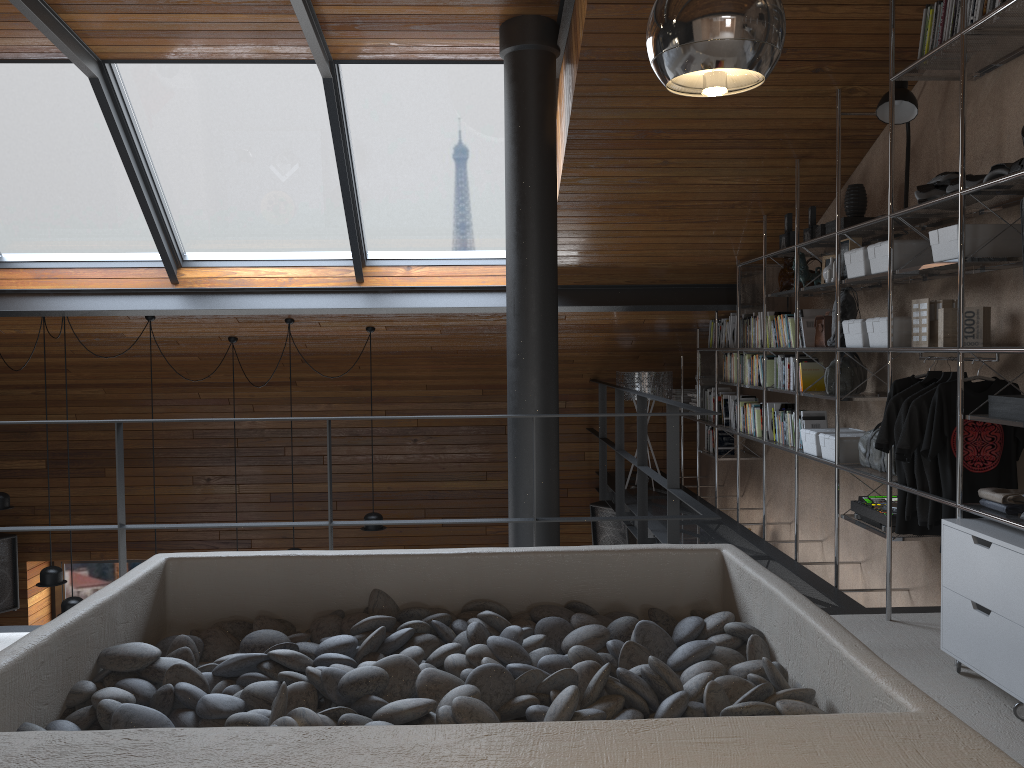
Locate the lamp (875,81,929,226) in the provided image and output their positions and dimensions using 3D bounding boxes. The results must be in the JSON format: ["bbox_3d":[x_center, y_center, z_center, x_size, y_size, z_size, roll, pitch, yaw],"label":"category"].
[{"bbox_3d":[1.782,-1.077,4.080,0.322,0.660,0.233,-2,3,-39],"label":"lamp"}]

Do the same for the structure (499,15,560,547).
[{"bbox_3d":[0.132,0.911,4.622,1.197,5.700,1.689,-1,2,-2],"label":"structure"}]

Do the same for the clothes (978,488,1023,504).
[{"bbox_3d":[1.816,0.398,3.161,0.221,0.050,0.196,-1,2,0],"label":"clothes"}]

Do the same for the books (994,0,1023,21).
[{"bbox_3d":[1.773,-1.397,3.121,0.117,0.218,0.073,-1,2,-2],"label":"books"}]

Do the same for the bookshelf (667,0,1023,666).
[{"bbox_3d":[1.871,0.697,3.035,0.421,6.219,10.739,-1,2,-2],"label":"bookshelf"}]

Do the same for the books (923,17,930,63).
[{"bbox_3d":[1.760,-1.405,3.633,0.131,0.178,0.057,-1,2,-3],"label":"books"}]

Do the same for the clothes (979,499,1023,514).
[{"bbox_3d":[1.830,0.429,3.164,0.248,0.043,0.190,0,2,7],"label":"clothes"}]

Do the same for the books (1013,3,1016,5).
[{"bbox_3d":[1.766,-1.406,3.005,0.148,0.229,0.073,-1,2,-2],"label":"books"}]

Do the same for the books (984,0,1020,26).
[{"bbox_3d":[1.772,-1.388,3.178,0.126,0.194,0.064,-1,2,-2],"label":"books"}]

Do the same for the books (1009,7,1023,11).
[{"bbox_3d":[1.792,-1.394,3.034,0.170,0.214,0.065,-1,2,-1],"label":"books"}]

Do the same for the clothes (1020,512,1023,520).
[{"bbox_3d":[1.840,0.440,2.901,0.243,0.045,0.208,-1,2,-2],"label":"clothes"}]

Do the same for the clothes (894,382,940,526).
[{"bbox_3d":[1.801,0.285,3.619,0.488,0.586,0.074,-1,2,-9],"label":"clothes"}]

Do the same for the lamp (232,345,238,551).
[{"bbox_3d":[-2.245,0.492,7.188,0.210,2.002,0.210,1,3,35],"label":"lamp"}]

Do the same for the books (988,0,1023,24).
[{"bbox_3d":[1.772,-1.392,3.160,0.123,0.201,0.071,-1,2,-2],"label":"books"}]

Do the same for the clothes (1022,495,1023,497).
[{"bbox_3d":[1.829,0.384,2.911,0.200,0.052,0.194,-1,2,-1],"label":"clothes"}]

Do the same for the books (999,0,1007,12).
[{"bbox_3d":[1.764,-1.407,3.051,0.148,0.229,0.073,-1,2,-2],"label":"books"}]

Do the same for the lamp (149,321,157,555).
[{"bbox_3d":[-2.733,0.529,6.760,0.210,2.034,0.210,1,3,35],"label":"lamp"}]

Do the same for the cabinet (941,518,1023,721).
[{"bbox_3d":[1.818,0.787,3.040,0.435,0.561,0.527,-1,2,-2],"label":"cabinet"}]

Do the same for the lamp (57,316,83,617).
[{"bbox_3d":[-3.210,0.545,6.418,0.210,2.273,0.210,1,3,35],"label":"lamp"}]

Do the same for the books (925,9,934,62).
[{"bbox_3d":[1.767,-1.416,3.617,0.149,0.202,0.067,-1,2,-3],"label":"books"}]

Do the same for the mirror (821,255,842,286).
[{"bbox_3d":[1.765,-0.619,4.847,0.069,0.168,0.130,-2,3,-32],"label":"mirror"}]

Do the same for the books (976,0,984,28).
[{"bbox_3d":[1.768,-1.396,3.233,0.131,0.202,0.068,-1,2,-2],"label":"books"}]

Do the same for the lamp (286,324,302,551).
[{"bbox_3d":[-1.708,0.453,6.880,0.210,1.911,0.210,1,3,35],"label":"lamp"}]

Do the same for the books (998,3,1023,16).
[{"bbox_3d":[1.782,-1.394,3.087,0.155,0.212,0.073,-1,2,-2],"label":"books"}]

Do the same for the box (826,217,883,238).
[{"bbox_3d":[1.759,-0.805,4.566,0.208,0.079,0.207,-1,2,-5],"label":"box"}]

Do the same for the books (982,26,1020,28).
[{"bbox_3d":[1.781,-1.402,3.202,0.137,0.213,0.068,-1,2,-2],"label":"books"}]

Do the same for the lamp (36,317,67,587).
[{"bbox_3d":[-3.440,0.469,6.567,0.210,2.036,0.210,1,3,35],"label":"lamp"}]

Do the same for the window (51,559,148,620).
[{"bbox_3d":[-1.734,2.358,9.068,5.936,1.522,0.101,-1,2,-2],"label":"window"}]

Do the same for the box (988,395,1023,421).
[{"bbox_3d":[1.830,0.083,3.108,0.208,0.079,0.207,-1,2,-3],"label":"box"}]

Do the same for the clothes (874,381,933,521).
[{"bbox_3d":[1.765,0.281,3.739,0.488,0.586,0.074,-1,2,-9],"label":"clothes"}]

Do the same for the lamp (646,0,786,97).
[{"bbox_3d":[0.210,-1.199,0.921,0.146,1.771,0.146,0,2,23],"label":"lamp"}]

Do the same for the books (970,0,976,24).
[{"bbox_3d":[1.765,-1.392,3.263,0.138,0.189,0.065,-1,2,-2],"label":"books"}]

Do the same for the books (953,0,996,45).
[{"bbox_3d":[1.773,-1.409,3.369,0.161,0.220,0.074,-1,2,-2],"label":"books"}]

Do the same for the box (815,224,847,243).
[{"bbox_3d":[1.759,-0.814,4.784,0.208,0.079,0.207,0,2,11],"label":"box"}]

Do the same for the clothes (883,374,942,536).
[{"bbox_3d":[1.780,0.301,3.782,0.424,0.689,0.090,-1,2,-3],"label":"clothes"}]

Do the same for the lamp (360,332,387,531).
[{"bbox_3d":[-1.114,0.373,7.057,0.210,1.565,0.210,1,3,35],"label":"lamp"}]

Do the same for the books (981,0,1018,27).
[{"bbox_3d":[1.769,-1.400,3.189,0.133,0.215,0.070,-1,2,-2],"label":"books"}]

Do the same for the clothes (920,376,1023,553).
[{"bbox_3d":[1.794,0.316,3.414,0.424,0.689,0.090,-1,2,-3],"label":"clothes"}]

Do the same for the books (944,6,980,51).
[{"bbox_3d":[1.766,-1.401,3.455,0.139,0.199,0.074,-1,2,-2],"label":"books"}]

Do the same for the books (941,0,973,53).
[{"bbox_3d":[1.758,-1.402,3.473,0.127,0.197,0.063,-1,2,-2],"label":"books"}]

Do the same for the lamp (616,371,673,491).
[{"bbox_3d":[1.134,0.393,7.590,0.475,1.002,0.475,0,2,22],"label":"lamp"}]

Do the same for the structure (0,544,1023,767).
[{"bbox_3d":[-1.512,0.609,1.470,4.614,1.120,2.634,-1,2,-2],"label":"structure"}]

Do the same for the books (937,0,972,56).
[{"bbox_3d":[1.765,-1.422,3.505,0.143,0.233,0.081,-1,2,-2],"label":"books"}]

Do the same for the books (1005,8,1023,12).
[{"bbox_3d":[1.791,-1.394,3.044,0.164,0.214,0.066,-1,2,-2],"label":"books"}]

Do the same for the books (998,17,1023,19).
[{"bbox_3d":[1.786,-1.388,3.109,0.137,0.197,0.063,-1,2,-2],"label":"books"}]

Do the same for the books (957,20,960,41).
[{"bbox_3d":[1.748,-1.386,3.351,0.112,0.173,0.054,-1,2,-2],"label":"books"}]

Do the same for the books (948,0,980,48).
[{"bbox_3d":[1.751,-1.385,3.412,0.119,0.169,0.058,-1,2,-2],"label":"books"}]

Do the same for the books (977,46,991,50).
[{"bbox_3d":[1.783,-1.410,3.440,0.177,0.214,0.064,-1,2,-2],"label":"books"}]

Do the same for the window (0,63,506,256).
[{"bbox_3d":[-1.727,-1.425,5.777,3.818,1.031,1.213,-1,2,-2],"label":"window"}]

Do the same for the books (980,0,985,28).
[{"bbox_3d":[1.775,-1.390,3.219,0.120,0.186,0.064,-1,2,-2],"label":"books"}]

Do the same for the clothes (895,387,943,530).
[{"bbox_3d":[1.772,0.288,3.552,0.488,0.586,0.074,-1,2,-9],"label":"clothes"}]

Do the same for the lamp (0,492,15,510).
[{"bbox_3d":[-4.046,0.296,6.959,0.210,1.369,0.210,1,3,35],"label":"lamp"}]

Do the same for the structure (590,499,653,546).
[{"bbox_3d":[1.059,1.440,8.295,0.488,0.735,0.461,-3,3,-42],"label":"structure"}]
